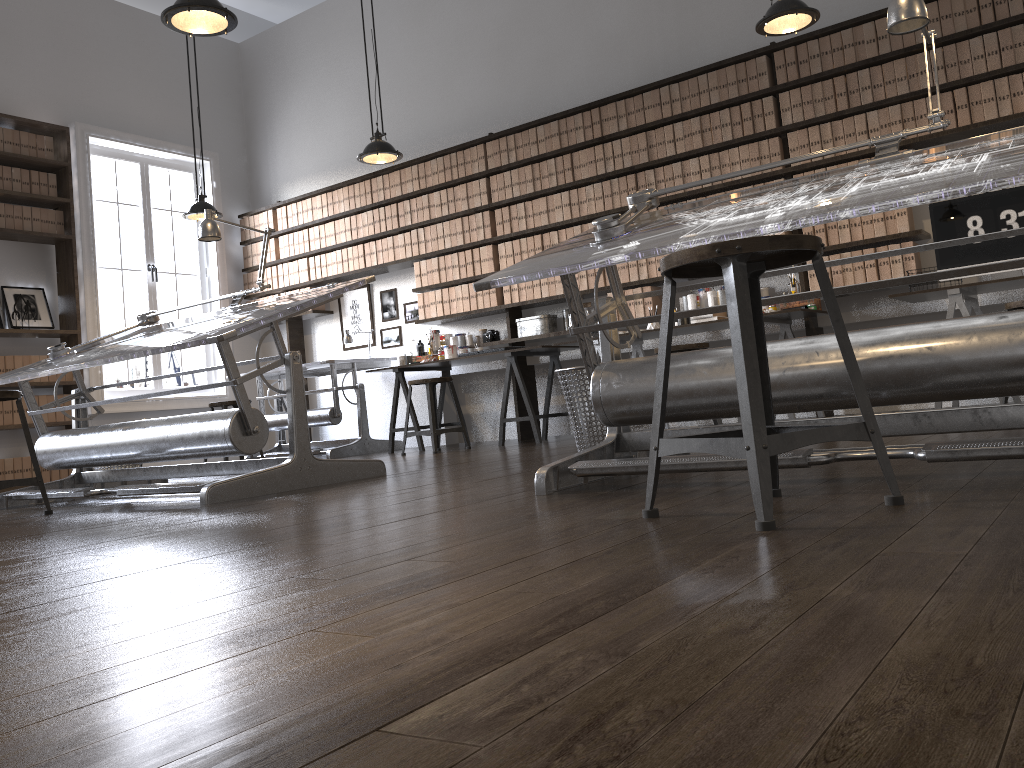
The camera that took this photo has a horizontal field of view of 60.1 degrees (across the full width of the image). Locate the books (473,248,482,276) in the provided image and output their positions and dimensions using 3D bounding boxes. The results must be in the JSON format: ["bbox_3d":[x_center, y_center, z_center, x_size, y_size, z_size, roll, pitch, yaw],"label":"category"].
[{"bbox_3d":[-0.232,-0.984,7.207,0.066,0.226,0.174,-9,-5,35],"label":"books"}]

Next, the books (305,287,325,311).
[{"bbox_3d":[-1.853,-0.794,8.341,0.066,0.226,0.174,-9,-5,35],"label":"books"}]

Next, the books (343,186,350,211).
[{"bbox_3d":[-1.445,-1.670,8.060,0.066,0.226,0.174,-9,-5,35],"label":"books"}]

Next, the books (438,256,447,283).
[{"bbox_3d":[-0.527,-0.949,7.413,0.066,0.226,0.174,-9,-5,35],"label":"books"}]

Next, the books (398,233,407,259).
[{"bbox_3d":[-0.893,-1.179,7.670,0.066,0.226,0.174,-9,-5,35],"label":"books"}]

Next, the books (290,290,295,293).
[{"bbox_3d":[-2.021,-0.774,8.459,0.066,0.226,0.174,-9,-5,35],"label":"books"}]

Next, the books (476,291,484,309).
[{"bbox_3d":[-0.211,-0.714,7.186,0.066,0.226,0.174,-9,-5,35],"label":"books"}]

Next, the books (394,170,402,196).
[{"bbox_3d":[-0.933,-1.730,7.701,0.066,0.227,0.174,-9,-5,35],"label":"books"}]

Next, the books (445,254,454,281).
[{"bbox_3d":[-0.469,-0.956,7.373,0.066,0.226,0.174,-9,-5,35],"label":"books"}]

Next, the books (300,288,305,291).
[{"bbox_3d":[-1.909,-0.787,8.383,0.066,0.226,0.174,-9,-5,35],"label":"books"}]

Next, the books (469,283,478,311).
[{"bbox_3d":[-0.265,-0.708,7.219,0.066,0.227,0.174,-9,-5,35],"label":"books"}]

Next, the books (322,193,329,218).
[{"bbox_3d":[-1.674,-1.644,8.222,0.066,0.227,0.174,-9,-5,35],"label":"books"}]

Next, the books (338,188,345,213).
[{"bbox_3d":[-1.502,-1.664,8.104,0.066,0.226,0.174,-9,-5,35],"label":"books"}]

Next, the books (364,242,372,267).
[{"bbox_3d":[-1.225,-1.140,7.906,0.066,0.226,0.174,-9,-5,35],"label":"books"}]

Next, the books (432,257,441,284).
[{"bbox_3d":[-0.585,-0.943,7.447,0.066,0.227,0.174,-9,-5,35],"label":"books"}]

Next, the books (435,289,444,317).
[{"bbox_3d":[-0.552,-0.674,7.422,0.066,0.227,0.174,-9,-5,35],"label":"books"}]

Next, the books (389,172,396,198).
[{"bbox_3d":[-0.984,-1.724,7.744,0.066,0.226,0.174,-9,-5,35],"label":"books"}]

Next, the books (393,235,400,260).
[{"bbox_3d":[-0.944,-1.173,7.707,0.066,0.226,0.174,-9,-5,35],"label":"books"}]

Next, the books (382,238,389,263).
[{"bbox_3d":[-1.052,-1.160,7.785,0.066,0.226,0.174,-9,-5,35],"label":"books"}]

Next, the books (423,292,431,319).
[{"bbox_3d":[-0.660,-0.661,7.502,0.066,0.226,0.174,-9,-5,35],"label":"books"}]

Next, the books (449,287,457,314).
[{"bbox_3d":[-0.435,-0.687,7.347,0.066,0.226,0.174,-9,-5,35],"label":"books"}]

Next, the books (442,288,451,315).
[{"bbox_3d":[-0.493,-0.681,7.385,0.066,0.226,0.174,-9,-5,35],"label":"books"}]

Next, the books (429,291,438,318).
[{"bbox_3d":[-0.610,-0.667,7.464,0.066,0.226,0.174,-9,-5,35],"label":"books"}]

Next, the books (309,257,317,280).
[{"bbox_3d":[-1.807,-1.071,8.310,0.066,0.226,0.174,-9,-5,35],"label":"books"}]

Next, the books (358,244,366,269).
[{"bbox_3d":[-1.289,-1.132,7.944,0.066,0.227,0.174,-9,-5,35],"label":"books"}]

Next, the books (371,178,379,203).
[{"bbox_3d":[-1.157,-1.704,7.866,0.066,0.226,0.174,-9,-5,35],"label":"books"}]

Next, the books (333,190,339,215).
[{"bbox_3d":[-1.556,-1.657,8.147,0.066,0.226,0.174,-9,-5,35],"label":"books"}]

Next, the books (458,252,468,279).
[{"bbox_3d":[-0.353,-0.970,7.292,0.066,0.226,0.174,-9,-5,35],"label":"books"}]

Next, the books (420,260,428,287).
[{"bbox_3d":[-0.688,-0.930,7.523,0.066,0.226,0.174,-9,-5,35],"label":"books"}]

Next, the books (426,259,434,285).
[{"bbox_3d":[-0.636,-0.937,7.488,0.066,0.226,0.174,-9,-5,35],"label":"books"}]

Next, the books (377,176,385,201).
[{"bbox_3d":[-1.102,-1.711,7.822,0.066,0.226,0.174,-9,-5,35],"label":"books"}]

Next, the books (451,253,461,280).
[{"bbox_3d":[-0.414,-0.963,7.329,0.066,0.226,0.174,-9,-5,35],"label":"books"}]

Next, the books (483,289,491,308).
[{"bbox_3d":[-0.157,-0.720,7.151,0.066,0.226,0.174,-9,-5,35],"label":"books"}]

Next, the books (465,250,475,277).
[{"bbox_3d":[-0.296,-0.977,7.245,0.066,0.227,0.174,-9,-5,35],"label":"books"}]

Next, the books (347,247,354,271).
[{"bbox_3d":[-1.400,-1.119,8.026,0.066,0.226,0.174,-9,-5,35],"label":"books"}]

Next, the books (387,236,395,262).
[{"bbox_3d":[-1.001,-1.166,7.741,0.066,0.227,0.174,-9,-5,35],"label":"books"}]

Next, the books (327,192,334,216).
[{"bbox_3d":[-1.614,-1.650,8.185,0.066,0.226,0.174,-9,-5,35],"label":"books"}]

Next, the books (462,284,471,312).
[{"bbox_3d":[-0.324,-0.701,7.260,0.066,0.226,0.174,-9,-5,35],"label":"books"}]

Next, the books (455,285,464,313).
[{"bbox_3d":[-0.381,-0.694,7.304,0.066,0.226,0.174,-9,-5,35],"label":"books"}]

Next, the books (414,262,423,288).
[{"bbox_3d":[-0.748,-0.924,7.563,0.066,0.227,0.174,-9,-5,35],"label":"books"}]

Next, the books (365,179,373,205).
[{"bbox_3d":[-1.221,-1.697,7.904,0.066,0.227,0.174,-9,-5,35],"label":"books"}]

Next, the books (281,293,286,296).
[{"bbox_3d":[-2.133,-0.761,8.533,0.066,0.227,0.174,-9,-5,35],"label":"books"}]

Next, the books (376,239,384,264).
[{"bbox_3d":[-1.110,-1.153,7.825,0.066,0.226,0.174,-9,-5,35],"label":"books"}]

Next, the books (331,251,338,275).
[{"bbox_3d":[-1.570,-1.099,8.144,0.066,0.226,0.174,-9,-5,35],"label":"books"}]

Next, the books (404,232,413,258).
[{"bbox_3d":[-0.836,-1.186,7.627,0.066,0.227,0.174,-9,-5,35],"label":"books"}]

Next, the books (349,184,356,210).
[{"bbox_3d":[-1.386,-1.677,8.019,0.066,0.227,0.174,-9,-5,35],"label":"books"}]

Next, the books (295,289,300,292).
[{"bbox_3d":[-1.970,-0.780,8.417,0.066,0.227,0.174,-9,-5,35],"label":"books"}]

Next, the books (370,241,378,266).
[{"bbox_3d":[-1.169,-1.146,7.862,0.066,0.226,0.174,-9,-5,35],"label":"books"}]

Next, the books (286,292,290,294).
[{"bbox_3d":[-2.073,-0.768,8.493,0.066,0.226,0.174,-9,-5,35],"label":"books"}]

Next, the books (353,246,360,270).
[{"bbox_3d":[-1.346,-1.125,7.991,0.066,0.226,0.174,-9,-5,35],"label":"books"}]

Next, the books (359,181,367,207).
[{"bbox_3d":[-1.278,-1.690,7.951,0.066,0.226,0.174,-9,-5,35],"label":"books"}]

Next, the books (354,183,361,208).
[{"bbox_3d":[-1.332,-1.684,7.986,0.066,0.226,0.174,-9,-5,35],"label":"books"}]

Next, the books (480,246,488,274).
[{"bbox_3d":[-0.172,-0.991,7.162,0.066,0.226,0.174,-9,-5,35],"label":"books"}]

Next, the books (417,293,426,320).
[{"bbox_3d":[-0.717,-0.654,7.536,0.066,0.227,0.174,-9,-5,35],"label":"books"}]

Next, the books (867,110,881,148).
[{"bbox_3d":[2.256,-1.555,5.463,0.066,0.226,0.174,-9,-5,35],"label":"books"}]
